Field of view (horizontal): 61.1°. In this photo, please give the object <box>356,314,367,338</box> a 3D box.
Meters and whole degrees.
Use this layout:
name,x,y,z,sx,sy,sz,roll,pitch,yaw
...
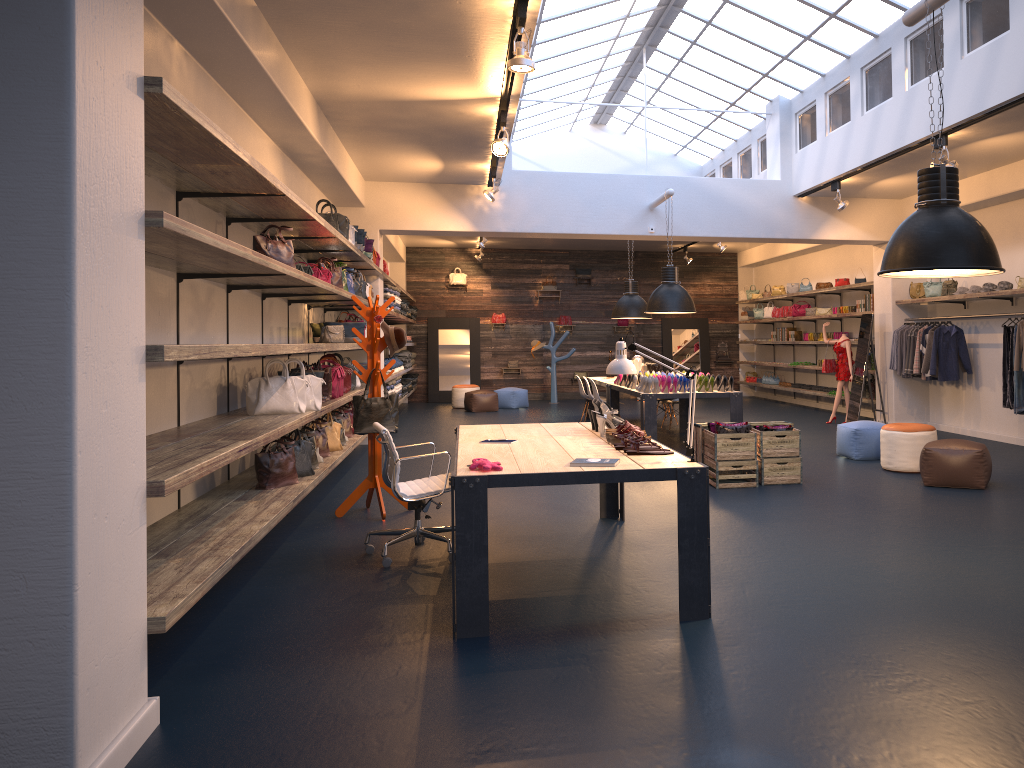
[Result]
name,x,y,z,sx,sy,sz,roll,pitch,yaw
object,-1.973,-0.721,11.367,0.178,0.386,0.459,0,1,38

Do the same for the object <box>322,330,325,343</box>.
name,x,y,z,sx,sy,sz,roll,pitch,yaw
object,-1.783,-0.492,8.553,0.101,0.175,0.277,0,2,14

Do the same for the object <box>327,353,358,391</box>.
name,x,y,z,sx,sy,sz,roll,pitch,yaw
object,-1.800,-0.124,8.916,0.438,0.386,0.187,0,0,-10

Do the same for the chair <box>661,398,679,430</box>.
name,x,y,z,sx,sy,sz,roll,pitch,yaw
chair,2.593,0.294,13.486,0.570,0.802,0.444,0,0,-15

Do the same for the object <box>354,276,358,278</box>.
name,x,y,z,sx,sy,sz,roll,pitch,yaw
object,-1.937,-1.170,10.887,0.165,0.367,0.412,0,1,35

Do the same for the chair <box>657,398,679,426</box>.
name,x,y,z,sx,sy,sz,roll,pitch,yaw
chair,2.491,0.263,14.133,0.562,0.802,0.451,0,0,-9

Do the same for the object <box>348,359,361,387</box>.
name,x,y,z,sx,sy,sz,roll,pitch,yaw
object,-1.822,-0.122,9.737,0.167,0.309,0.312,0,1,-39

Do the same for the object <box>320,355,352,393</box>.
name,x,y,z,sx,sy,sz,roll,pitch,yaw
object,-1.780,-0.092,8.428,0.447,0.386,0.183,-1,0,-18

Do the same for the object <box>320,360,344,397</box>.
name,x,y,z,sx,sy,sz,roll,pitch,yaw
object,-1.660,-0.042,7.792,0.233,0.343,0.285,0,1,24

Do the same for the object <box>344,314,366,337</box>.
name,x,y,z,sx,sy,sz,roll,pitch,yaw
object,-1.889,-0.664,10.370,0.209,0.362,0.258,0,0,19

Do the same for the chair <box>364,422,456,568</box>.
name,x,y,z,sx,sy,sz,roll,pitch,yaw
chair,-0.561,0.671,5.588,0.720,0.837,0.644,-1,1,-28

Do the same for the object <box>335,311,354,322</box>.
name,x,y,z,sx,sy,sz,roll,pitch,yaw
object,-2.032,-0.699,10.606,0.318,0.411,0.124,0,0,-38

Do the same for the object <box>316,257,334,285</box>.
name,x,y,z,sx,sy,sz,roll,pitch,yaw
object,-1.728,-1.000,7.941,0.198,0.305,0.354,0,1,-17

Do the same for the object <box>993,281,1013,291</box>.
name,x,y,z,sx,sy,sz,roll,pitch,yaw
object,6.215,-1.235,10.993,0.238,0.136,0.176,0,1,12

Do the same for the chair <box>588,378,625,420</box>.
name,x,y,z,sx,sy,sz,roll,pitch,yaw
chair,1.445,0.310,13.259,0.562,0.802,0.451,0,0,-9

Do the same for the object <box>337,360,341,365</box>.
name,x,y,z,sx,sy,sz,roll,pitch,yaw
object,-1.933,-0.113,9.566,0.167,0.309,0.312,0,1,-39

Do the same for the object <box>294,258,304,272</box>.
name,x,y,z,sx,sy,sz,roll,pitch,yaw
object,-1.878,-0.944,7.205,0.314,0.276,0.126,-1,0,-26

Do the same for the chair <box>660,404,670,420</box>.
name,x,y,z,sx,sy,sz,roll,pitch,yaw
chair,2.519,0.231,14.795,0.558,0.802,0.454,0,0,-7

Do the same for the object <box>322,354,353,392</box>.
name,x,y,z,sx,sy,sz,roll,pitch,yaw
object,-1.794,-0.110,8.641,0.441,0.386,0.185,0,0,-12

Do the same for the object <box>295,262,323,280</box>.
name,x,y,z,sx,sy,sz,roll,pitch,yaw
object,-1.793,-0.942,7.501,0.208,0.243,0.259,0,1,21

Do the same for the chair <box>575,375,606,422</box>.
name,x,y,z,sx,sy,sz,roll,pitch,yaw
chair,1.333,0.247,14.562,0.562,0.802,0.451,0,0,-9

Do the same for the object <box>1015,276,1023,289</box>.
name,x,y,z,sx,sy,sz,roll,pitch,yaw
object,6.275,-1.228,10.493,0.337,0.174,0.248,1,2,34

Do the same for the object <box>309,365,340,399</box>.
name,x,y,z,sx,sy,sz,roll,pitch,yaw
object,-1.639,-0.013,7.557,0.261,0.300,0.339,0,1,22

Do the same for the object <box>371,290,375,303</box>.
name,x,y,z,sx,sy,sz,roll,pitch,yaw
object,-1.965,-1.195,11.407,0.165,0.367,0.412,0,1,35

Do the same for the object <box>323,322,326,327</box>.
name,x,y,z,sx,sy,sz,roll,pitch,yaw
object,-1.822,-0.548,9.329,0.451,0.232,0.164,-2,1,-35

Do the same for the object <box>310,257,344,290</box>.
name,x,y,z,sx,sy,sz,roll,pitch,yaw
object,-1.727,-1.026,8.144,0.408,0.339,0.199,-1,1,-43

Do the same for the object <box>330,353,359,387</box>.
name,x,y,z,sx,sy,sz,roll,pitch,yaw
object,-1.833,-0.134,9.130,0.446,0.386,0.183,-1,0,-17

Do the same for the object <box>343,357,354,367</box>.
name,x,y,z,sx,sy,sz,roll,pitch,yaw
object,-1.909,-0.144,10.042,0.100,0.329,0.255,-1,0,39

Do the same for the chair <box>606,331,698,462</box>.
name,x,y,z,sx,sy,sz,roll,pitch,yaw
chair,0.751,0.090,4.590,0.518,0.746,0.177,0,-1,29

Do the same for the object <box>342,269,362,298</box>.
name,x,y,z,sx,sy,sz,roll,pitch,yaw
object,-1.778,-1.088,9.451,0.408,0.339,0.199,-1,1,-41

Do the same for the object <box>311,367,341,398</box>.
name,x,y,z,sx,sy,sz,roll,pitch,yaw
object,-1.674,-0.013,7.653,0.275,0.298,0.229,-1,1,-42

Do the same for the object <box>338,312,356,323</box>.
name,x,y,z,sx,sy,sz,roll,pitch,yaw
object,-1.978,-0.680,10.475,0.219,0.385,0.261,0,0,15

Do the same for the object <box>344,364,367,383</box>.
name,x,y,z,sx,sy,sz,roll,pitch,yaw
object,-1.854,-0.124,10.539,0.447,0.232,0.165,-1,1,-27

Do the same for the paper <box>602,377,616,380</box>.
name,x,y,z,sx,sy,sz,roll,pitch,yaw
paper,1.633,-0.091,14.359,0.333,0.014,0.724,0,3,4

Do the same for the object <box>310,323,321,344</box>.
name,x,y,z,sx,sy,sz,roll,pitch,yaw
object,-2.018,-0.558,9.615,0.448,0.236,0.165,-1,1,-29

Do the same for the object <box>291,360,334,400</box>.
name,x,y,z,sx,sy,sz,roll,pitch,yaw
object,-1.689,-0.034,7.358,0.354,0.356,0.157,0,0,-11

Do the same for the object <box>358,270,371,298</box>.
name,x,y,z,sx,sy,sz,roll,pitch,yaw
object,-1.837,-1.156,10.280,0.179,0.386,0.455,0,1,32

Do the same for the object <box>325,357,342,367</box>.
name,x,y,z,sx,sy,sz,roll,pitch,yaw
object,-1.730,-0.068,8.147,0.200,0.362,0.267,0,0,44

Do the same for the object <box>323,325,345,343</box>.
name,x,y,z,sx,sy,sz,roll,pitch,yaw
object,-1.696,-0.479,8.276,0.098,0.175,0.284,0,2,25

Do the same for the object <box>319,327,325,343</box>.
name,x,y,z,sx,sy,sz,roll,pitch,yaw
object,-1.869,-0.505,8.824,0.100,0.175,0.278,0,2,16

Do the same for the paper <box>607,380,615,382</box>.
name,x,y,z,sx,sy,sz,roll,pitch,yaw
paper,1.759,-0.057,13.648,0.309,0.014,0.778,2,3,34

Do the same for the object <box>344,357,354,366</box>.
name,x,y,z,sx,sy,sz,roll,pitch,yaw
object,-1.921,-0.151,10.202,0.100,0.329,0.255,-1,0,39

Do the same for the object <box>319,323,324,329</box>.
name,x,y,z,sx,sy,sz,roll,pitch,yaw
object,-1.895,-0.553,9.488,0.450,0.236,0.164,-1,1,-33

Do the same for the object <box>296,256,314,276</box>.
name,x,y,z,sx,sy,sz,roll,pitch,yaw
object,-1.833,-0.951,7.345,0.314,0.276,0.126,-1,0,-26

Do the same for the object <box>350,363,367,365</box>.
name,x,y,z,sx,sy,sz,roll,pitch,yaw
object,-1.980,-0.137,10.867,0.451,0.236,0.164,-2,1,-33

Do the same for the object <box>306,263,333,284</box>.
name,x,y,z,sx,sy,sz,roll,pitch,yaw
object,-1.737,-0.951,7.673,0.209,0.243,0.258,0,1,18

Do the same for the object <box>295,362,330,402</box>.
name,x,y,z,sx,sy,sz,roll,pitch,yaw
object,-1.696,-0.018,7.168,0.380,0.339,0.214,0,0,-3

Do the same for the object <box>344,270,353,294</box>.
name,x,y,z,sx,sy,sz,roll,pitch,yaw
object,-1.783,-1.048,8.954,0.177,0.305,0.396,0,1,25

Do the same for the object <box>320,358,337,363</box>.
name,x,y,z,sx,sy,sz,roll,pitch,yaw
object,-1.724,-0.062,8.036,0.200,0.362,0.267,0,0,44

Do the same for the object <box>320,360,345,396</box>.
name,x,y,z,sx,sy,sz,roll,pitch,yaw
object,-1.666,-0.048,7.902,0.233,0.343,0.285,0,1,24

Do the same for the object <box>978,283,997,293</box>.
name,x,y,z,sx,sy,sz,roll,pitch,yaw
object,6.198,-1.251,11.312,0.238,0.136,0.176,0,1,12

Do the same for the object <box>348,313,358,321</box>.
name,x,y,z,sx,sy,sz,roll,pitch,yaw
object,-2.028,-0.705,11.047,0.180,0.386,0.453,0,1,29

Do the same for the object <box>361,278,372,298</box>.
name,x,y,z,sx,sy,sz,roll,pitch,yaw
object,-1.952,-1.183,11.160,0.165,0.367,0.412,0,1,35

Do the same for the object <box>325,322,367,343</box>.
name,x,y,z,sx,sy,sz,roll,pitch,yaw
object,-1.755,-0.541,9.183,0.447,0.232,0.166,-1,1,-27

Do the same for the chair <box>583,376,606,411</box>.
name,x,y,z,sx,sy,sz,roll,pitch,yaw
chair,1.411,0.278,13.911,0.548,0.802,0.463,0,0,-1

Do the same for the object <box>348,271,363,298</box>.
name,x,y,z,sx,sy,sz,roll,pitch,yaw
object,-1.787,-1.100,9.696,0.200,0.339,0.405,0,1,35
